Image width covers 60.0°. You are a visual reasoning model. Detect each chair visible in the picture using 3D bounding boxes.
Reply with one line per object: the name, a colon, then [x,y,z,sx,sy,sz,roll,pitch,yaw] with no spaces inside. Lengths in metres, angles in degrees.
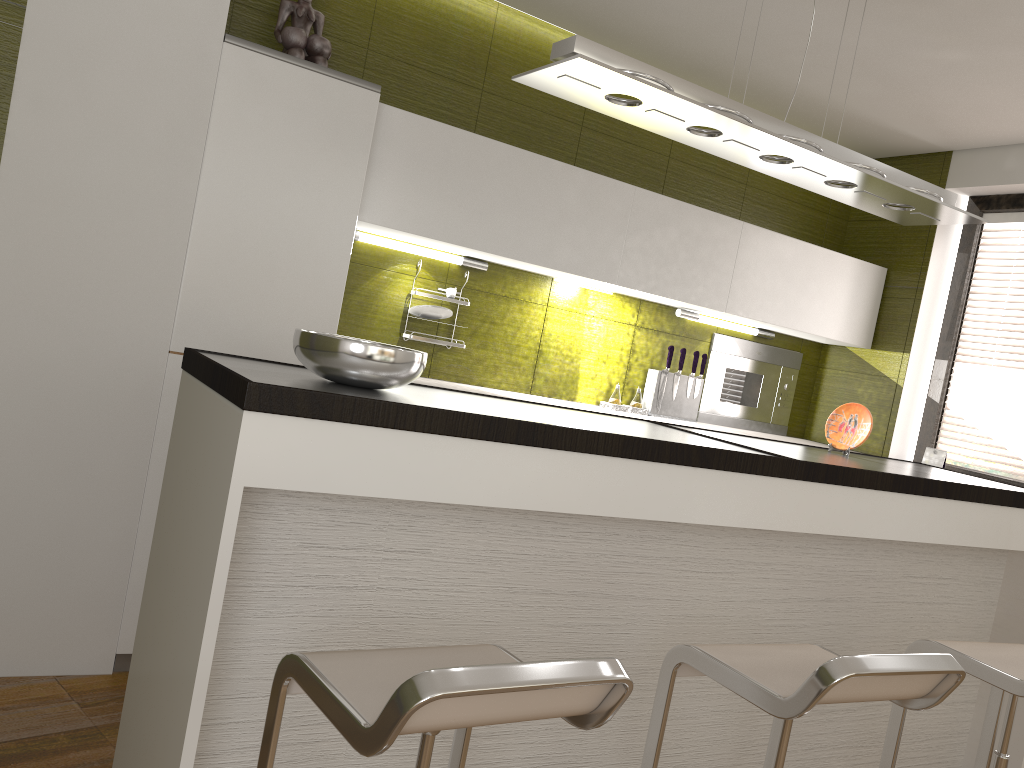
chair: [0.554,0.904,1.863,0.418,0.857,0.460,9,3,-30]
chair: [1.273,1.024,2.294,0.418,0.857,0.460,10,3,-25]
chair: [-0.165,0.784,1.432,0.418,0.857,0.460,9,3,-35]

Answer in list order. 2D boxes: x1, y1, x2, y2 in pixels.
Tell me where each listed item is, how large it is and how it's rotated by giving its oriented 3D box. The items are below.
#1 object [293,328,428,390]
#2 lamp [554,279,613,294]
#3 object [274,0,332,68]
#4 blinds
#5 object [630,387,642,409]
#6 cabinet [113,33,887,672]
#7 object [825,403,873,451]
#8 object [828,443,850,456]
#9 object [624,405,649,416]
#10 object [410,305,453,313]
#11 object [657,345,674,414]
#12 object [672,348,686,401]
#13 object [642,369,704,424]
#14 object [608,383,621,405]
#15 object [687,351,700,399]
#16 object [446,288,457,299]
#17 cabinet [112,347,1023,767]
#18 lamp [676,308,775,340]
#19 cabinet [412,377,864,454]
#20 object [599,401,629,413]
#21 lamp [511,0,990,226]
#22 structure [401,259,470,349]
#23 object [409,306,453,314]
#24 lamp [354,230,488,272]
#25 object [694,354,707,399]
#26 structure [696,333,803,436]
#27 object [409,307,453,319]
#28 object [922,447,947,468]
object: [-0.360,-0.049,2.081,0.311,0.105,0.311,10,3,-18]
lamp: [0.335,-0.453,4.135,0.334,0.008,0.008,9,3,-31]
object: [-0.736,-1.341,3.186,0.195,0.488,0.304,9,3,-33]
blinds: [4.086,-2.596,7.938,16.000,12.704,9.030,11,2,9]
object: [0.601,0.072,4.248,0.059,0.121,0.059,12,3,26]
cabinet: [0.198,0.116,4.024,3.471,2.089,0.724,9,3,-31]
object: [1.216,0.154,3.204,0.055,0.178,0.184,9,3,-34]
object: [1.209,0.191,3.205,0.072,0.131,0.088,9,3,-36]
object: [0.590,0.126,4.251,0.107,0.032,0.107,10,3,-19]
object: [-0.336,-0.300,3.676,0.181,0.052,0.173,9,3,-31]
object: [0.728,-0.020,4.255,0.046,0.339,0.013,9,3,-30]
object: [0.803,-0.046,4.294,0.042,0.264,0.013,9,3,-30]
object: [0.785,0.061,4.347,0.293,0.227,0.107,9,3,-30]
object: [0.490,0.054,4.167,0.059,0.121,0.059,12,3,15]
object: [0.880,-0.044,4.338,0.036,0.243,0.013,9,3,-30]
object: [-0.259,-0.384,3.756,0.046,0.053,0.051,11,2,1]
cabinet: [0.498,0.717,2.681,2.947,1.134,0.663,9,3,-31]
lamp: [1.105,-0.304,4.549,0.716,0.041,0.095,9,3,-31]
cabinet: [0.390,0.662,4.075,2.940,1.086,0.465,9,3,-31]
object: [0.479,0.108,4.170,0.107,0.032,0.107,10,3,-30]
lamp: [0.854,-1.004,2.637,1.677,0.683,0.326,9,3,-31]
structure: [-0.303,-0.329,3.728,0.266,0.346,0.110,9,3,-31]
object: [-0.337,-0.297,3.676,0.181,0.052,0.173,9,3,-31]
lamp: [-0.417,-0.559,3.672,0.715,0.041,0.041,9,3,-31]
object: [0.924,-0.038,4.364,0.040,0.231,0.013,9,3,-30]
structure: [1.280,0.016,4.738,0.663,0.469,0.015,9,3,-31]
object: [-0.337,-0.294,3.675,0.181,0.052,0.173,9,3,-31]
object: [2.055,0.401,4.329,0.057,0.169,0.106,9,3,-36]
